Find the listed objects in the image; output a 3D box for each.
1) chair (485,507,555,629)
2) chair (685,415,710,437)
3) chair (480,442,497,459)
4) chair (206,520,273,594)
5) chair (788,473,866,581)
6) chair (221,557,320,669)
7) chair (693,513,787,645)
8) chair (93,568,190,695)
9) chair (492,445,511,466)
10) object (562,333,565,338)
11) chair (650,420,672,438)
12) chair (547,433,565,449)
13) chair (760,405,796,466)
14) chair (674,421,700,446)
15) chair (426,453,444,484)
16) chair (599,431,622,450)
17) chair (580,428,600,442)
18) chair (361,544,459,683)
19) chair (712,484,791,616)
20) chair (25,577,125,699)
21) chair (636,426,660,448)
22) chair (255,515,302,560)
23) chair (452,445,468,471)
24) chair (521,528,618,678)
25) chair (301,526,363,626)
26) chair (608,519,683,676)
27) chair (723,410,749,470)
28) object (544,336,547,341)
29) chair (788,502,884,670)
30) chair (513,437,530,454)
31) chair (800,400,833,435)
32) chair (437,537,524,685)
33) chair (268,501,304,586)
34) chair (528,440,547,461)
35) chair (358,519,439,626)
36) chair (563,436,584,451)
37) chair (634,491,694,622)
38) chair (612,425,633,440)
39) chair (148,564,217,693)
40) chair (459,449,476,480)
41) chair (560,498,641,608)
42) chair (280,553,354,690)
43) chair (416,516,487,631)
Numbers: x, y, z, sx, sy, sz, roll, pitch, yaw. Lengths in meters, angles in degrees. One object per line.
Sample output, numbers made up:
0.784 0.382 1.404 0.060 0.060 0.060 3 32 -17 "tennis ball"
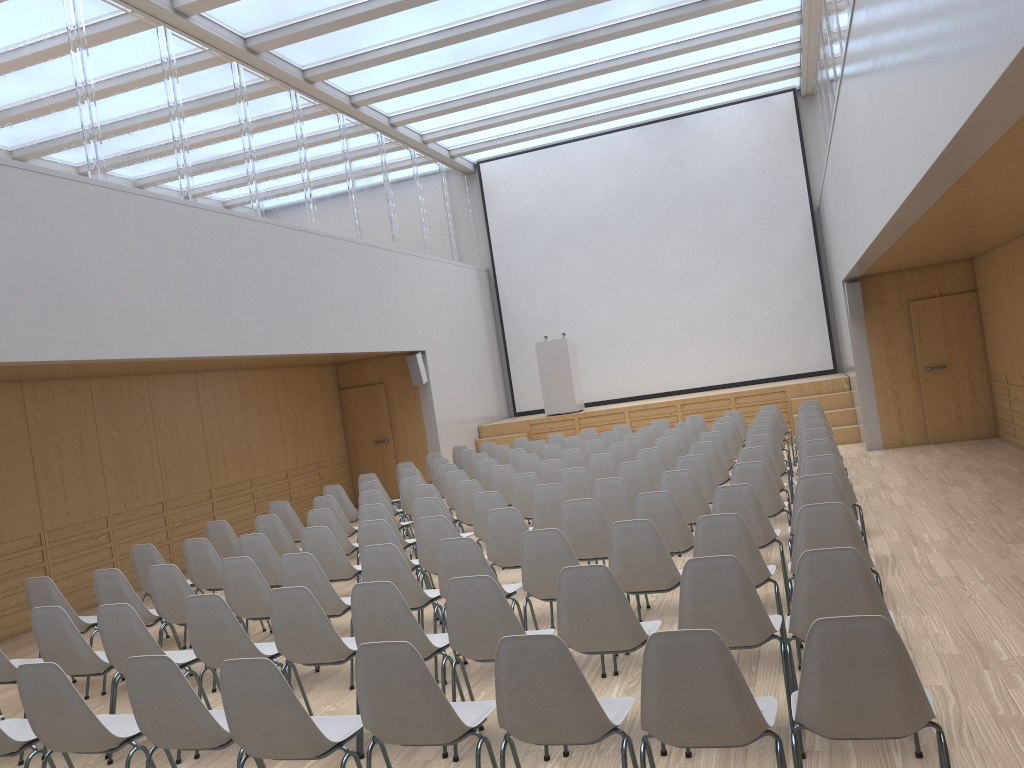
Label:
0.068 1.280 6.367 0.479 0.876 0.505 -8 0 18 "chair"
2.737 0.871 12.910 0.479 0.876 0.505 -8 0 18 "chair"
-0.235 1.312 13.782 0.479 0.876 0.505 -8 0 18 "chair"
-2.549 1.666 8.300 0.479 0.876 0.505 -8 0 18 "chair"
2.046 0.987 5.789 0.479 0.876 0.505 -8 0 18 "chair"
-1.636 1.534 5.937 0.479 0.876 0.505 -8 0 18 "chair"
1.235 1.109 4.932 0.479 0.876 0.505 -8 0 18 "chair"
-2.620 1.680 6.271 0.479 0.876 0.505 -8 0 18 "chair"
-0.022 1.282 12.704 0.479 0.876 0.505 -8 0 18 "chair"
0.958 -0.792 16.303 0.166 0.305 0.252 -8 0 -10 "object"
2.253 0.943 13.008 0.479 0.876 0.505 -8 0 18 "chair"
0.784 1.160 13.533 0.479 0.876 0.505 -8 0 18 "chair"
3.720 0.726 12.598 0.479 0.876 0.505 -8 0 18 "chair"
2.400 0.923 11.951 0.479 0.876 0.505 -8 0 18 "chair"
-0.996 1.426 13.096 0.479 0.876 0.505 -8 0 18 "chair"
1.445 1.065 12.264 0.479 0.876 0.505 -8 0 18 "chair"
1.263 1.090 13.405 0.479 0.876 0.505 -8 0 18 "chair"
-0.668 1.391 5.600 0.479 0.876 0.505 -8 0 18 "chair"
1.548 1.061 5.881 0.479 0.876 0.505 -8 0 18 "chair"
-3.142 1.757 6.370 0.479 0.876 0.505 -8 0 18 "chair"
1.930 0.993 12.135 0.479 0.876 0.505 -8 0 18 "chair"
-2.060 1.593 8.160 0.479 0.876 0.505 -8 0 18 "chair"
-0.674 1.376 14.012 0.479 0.876 0.505 -8 0 18 "chair"
0.307 1.247 5.280 0.479 0.876 0.505 -8 0 18 "chair"
-1.338 1.488 6.871 0.479 0.876 0.505 -8 0 18 "chair"
0.800 1.174 5.147 0.479 0.876 0.505 -8 0 18 "chair"
3.237 0.797 12.727 0.479 0.876 0.505 -8 0 18 "chair"
0.631 -0.743 16.410 0.166 0.305 0.252 -8 0 -10 "object"
1.739 1.035 4.809 0.479 0.876 0.505 -8 0 18 "chair"
0.264 1.237 13.661 0.479 0.876 0.505 -8 0 18 "chair"
4.223 0.651 12.403 0.479 0.876 0.505 -8 0 18 "chair"
-0.191 1.320 5.423 0.479 0.876 0.505 -8 0 18 "chair"
-2.243 1.618 9.271 0.479 0.876 0.505 -8 0 18 "chair"
0.487 1.206 12.598 0.479 0.876 0.505 -8 0 18 "chair"
-0.890 1.422 6.754 0.479 0.876 0.505 -8 0 18 "chair"
0.962 1.136 12.381 0.479 0.876 0.505 -8 0 18 "chair"
1.072 1.131 6.080 0.479 0.876 0.505 -8 0 18 "chair"
1.724 1.021 13.203 0.479 0.876 0.505 -8 0 18 "chair"
-2.171 1.614 6.094 0.479 0.876 0.505 -8 0 18 "chair"
-0.507 1.353 12.906 0.479 0.876 0.505 -8 0 18 "chair"
0.588 1.203 6.258 0.479 0.876 0.505 -8 0 18 "chair"
-1.200 1.470 5.732 0.479 0.876 0.505 -8 0 18 "chair"
-0.429 1.354 6.487 0.479 0.876 0.505 -8 0 18 "chair"
